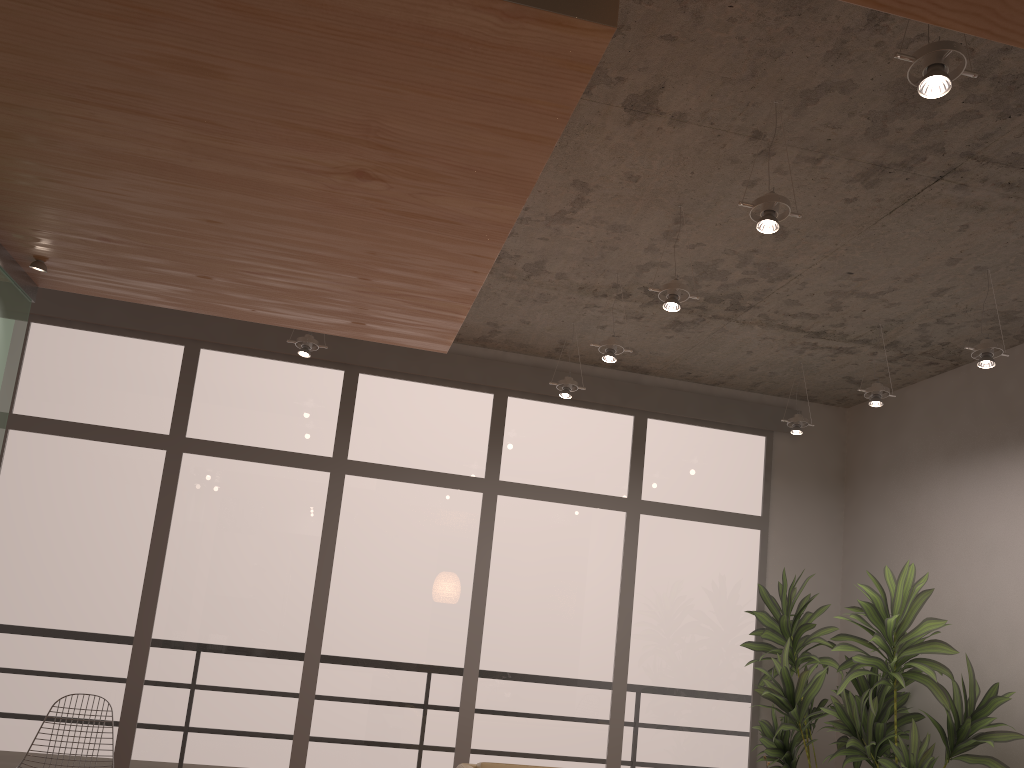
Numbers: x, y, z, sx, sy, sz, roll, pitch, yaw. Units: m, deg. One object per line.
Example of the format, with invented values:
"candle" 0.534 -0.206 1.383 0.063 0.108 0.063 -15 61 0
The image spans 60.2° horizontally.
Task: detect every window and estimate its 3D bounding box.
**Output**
"window" -2.198 1.124 5.430 8.571 3.225 0.063 9 -10 -11

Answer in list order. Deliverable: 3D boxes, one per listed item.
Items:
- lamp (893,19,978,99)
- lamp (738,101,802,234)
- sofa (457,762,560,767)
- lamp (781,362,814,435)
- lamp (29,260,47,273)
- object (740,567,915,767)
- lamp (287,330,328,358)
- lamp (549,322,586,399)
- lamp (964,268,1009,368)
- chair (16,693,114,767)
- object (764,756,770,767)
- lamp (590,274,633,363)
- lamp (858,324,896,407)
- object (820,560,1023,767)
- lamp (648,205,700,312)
"lamp" 1.060 -0.945 2.199 0.201 0.474 0.135 16 -15 -43
"lamp" 0.883 -0.746 2.991 0.201 0.474 0.135 16 -15 -43
"sofa" 0.629 2.399 4.360 1.804 0.823 0.895 9 -13 -11
"lamp" 1.840 0.086 5.659 0.201 0.474 0.135 16 -15 -43
"lamp" -1.635 -0.624 3.135 0.104 0.462 0.154 14 -13 -38
"object" 1.973 2.200 5.460 1.080 2.068 0.984 5 -11 7
"lamp" -1.153 -0.389 5.076 0.201 0.474 0.135 16 -15 -43
"lamp" 0.353 -0.150 5.370 0.201 0.474 0.135 16 -15 -43
"lamp" 2.193 -0.311 4.074 0.201 0.474 0.135 16 -15 -43
"chair" -2.429 2.147 4.730 0.544 0.885 0.571 8 -12 -11
"object" 1.028 1.672 3.185 0.299 0.579 0.376 9 -12 -16
"lamp" 0.529 -0.349 4.577 0.201 0.474 0.135 16 -15 -43
"lamp" 2.016 -0.112 4.866 0.201 0.474 0.135 16 -15 -43
"object" 2.133 2.039 4.809 0.966 2.068 1.100 6 -11 2
"lamp" 0.706 -0.547 3.784 0.201 0.474 0.135 16 -15 -43
